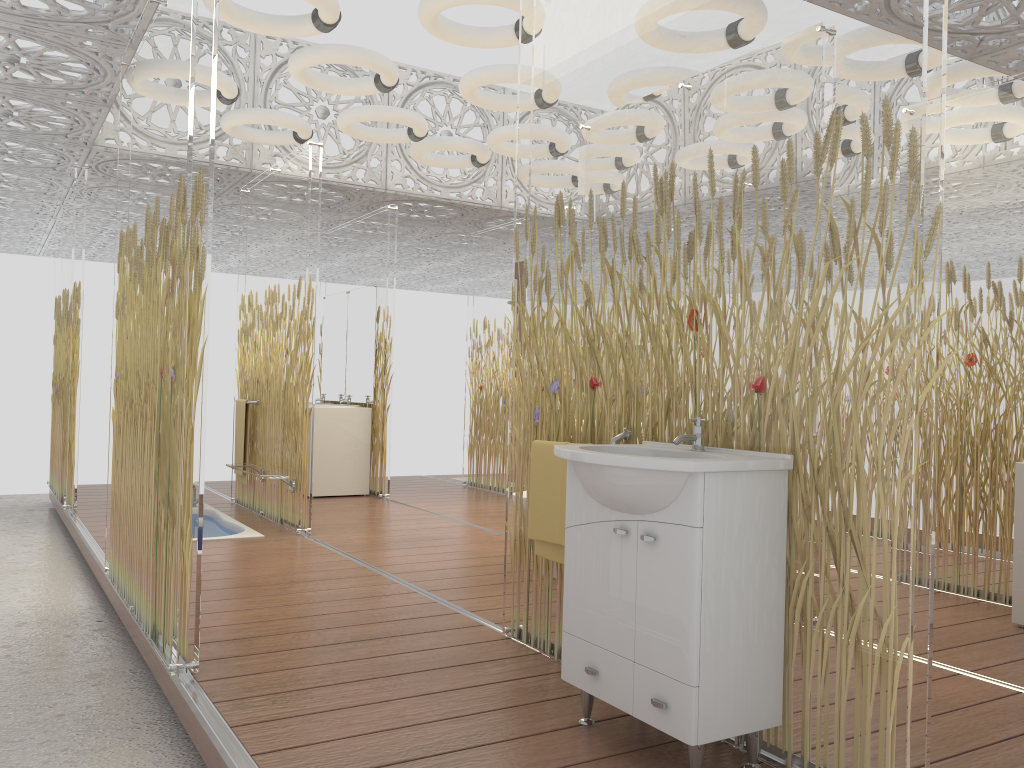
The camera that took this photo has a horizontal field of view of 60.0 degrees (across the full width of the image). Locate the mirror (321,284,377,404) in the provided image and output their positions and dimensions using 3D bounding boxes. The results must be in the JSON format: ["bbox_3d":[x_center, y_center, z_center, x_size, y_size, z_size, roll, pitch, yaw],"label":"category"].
[{"bbox_3d":[-1.602,-0.367,8.613,0.009,1.081,1.422,2,-1,-31],"label":"mirror"}]

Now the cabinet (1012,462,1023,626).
[{"bbox_3d":[2.533,0.711,3.781,0.358,0.712,0.595,2,-1,-31],"label":"cabinet"}]

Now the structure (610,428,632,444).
[{"bbox_3d":[0.230,0.232,3.023,0.115,0.183,0.405,2,-1,-33],"label":"structure"}]

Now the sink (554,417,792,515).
[{"bbox_3d":[0.388,0.222,2.461,0.454,0.263,0.603,2,-1,-31],"label":"sink"}]

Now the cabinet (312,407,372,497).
[{"bbox_3d":[-1.681,0.598,8.156,0.549,0.782,0.643,2,-1,-31],"label":"cabinet"}]

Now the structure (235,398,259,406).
[{"bbox_3d":[-2.061,0.138,6.878,0.078,0.047,0.442,2,-1,-31],"label":"structure"}]

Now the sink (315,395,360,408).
[{"bbox_3d":[-1.657,0.231,8.170,0.499,0.266,0.573,2,-1,-28],"label":"sink"}]

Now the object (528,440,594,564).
[{"bbox_3d":[0.169,0.411,3.055,0.042,0.427,0.295,2,-1,-40],"label":"object"}]

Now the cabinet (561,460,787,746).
[{"bbox_3d":[0.434,0.550,2.494,0.316,0.678,0.580,2,-1,-31],"label":"cabinet"}]

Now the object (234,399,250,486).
[{"bbox_3d":[-2.092,0.445,6.860,0.042,0.656,0.283,2,-1,-31],"label":"object"}]

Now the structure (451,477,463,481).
[{"bbox_3d":[-0.086,1.084,9.716,0.879,0.039,1.053,2,-1,-31],"label":"structure"}]

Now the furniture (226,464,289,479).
[{"bbox_3d":[-1.783,0.603,6.164,0.178,0.014,0.977,2,-1,-31],"label":"furniture"}]

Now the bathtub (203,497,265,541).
[{"bbox_3d":[-2.334,1.078,6.261,0.700,0.582,1.700,2,-1,-31],"label":"bathtub"}]

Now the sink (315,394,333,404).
[{"bbox_3d":[-2.028,0.226,8.785,0.499,0.266,0.573,2,-1,-34],"label":"sink"}]
